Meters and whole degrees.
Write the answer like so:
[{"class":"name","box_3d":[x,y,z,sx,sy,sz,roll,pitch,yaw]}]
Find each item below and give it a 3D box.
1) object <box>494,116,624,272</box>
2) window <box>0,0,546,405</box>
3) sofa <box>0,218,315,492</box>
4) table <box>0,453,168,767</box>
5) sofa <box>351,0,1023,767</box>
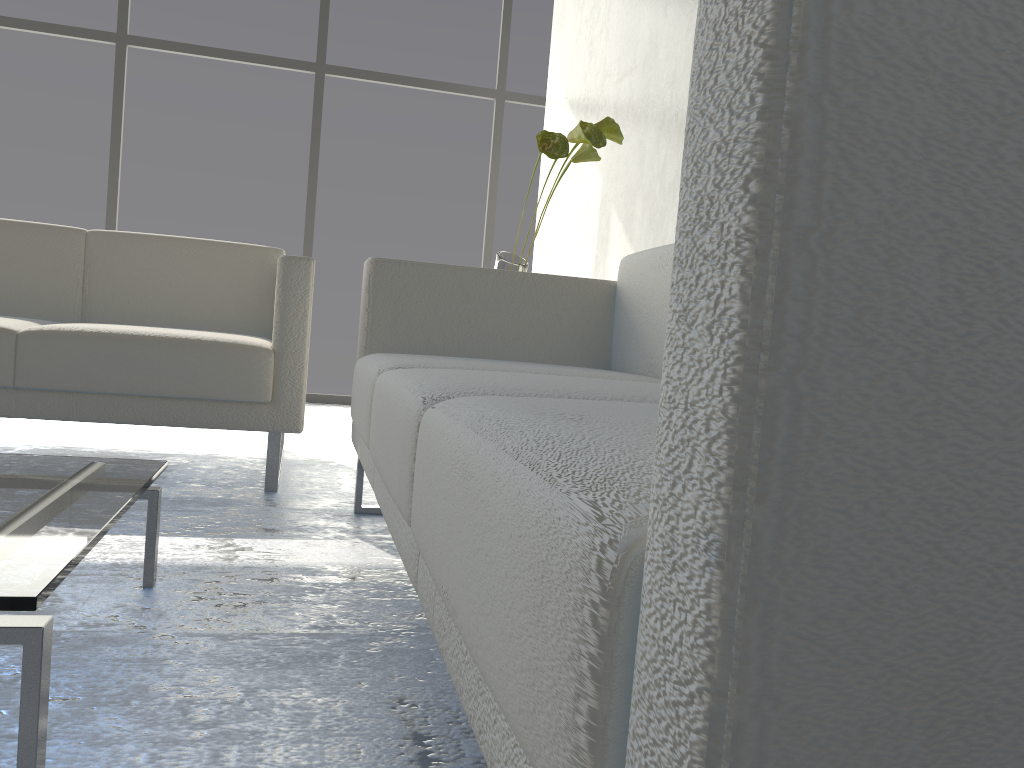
[{"class":"object","box_3d":[0.042,-0.208,2.324,0.387,1.051,0.400,5,3,14]},{"class":"window","box_3d":[-1.009,-1.132,4.642,4.080,2.477,0.037,4,3,-14]},{"class":"sofa","box_3d":[-1.509,-0.143,2.363,1.881,0.658,0.821,4,3,-14]},{"class":"table","box_3d":[-0.854,0.217,0.992,0.773,0.190,0.730,4,3,-14]},{"class":"sofa","box_3d":[0.228,0.056,1.280,0.821,0.658,1.881,4,3,-14]}]
